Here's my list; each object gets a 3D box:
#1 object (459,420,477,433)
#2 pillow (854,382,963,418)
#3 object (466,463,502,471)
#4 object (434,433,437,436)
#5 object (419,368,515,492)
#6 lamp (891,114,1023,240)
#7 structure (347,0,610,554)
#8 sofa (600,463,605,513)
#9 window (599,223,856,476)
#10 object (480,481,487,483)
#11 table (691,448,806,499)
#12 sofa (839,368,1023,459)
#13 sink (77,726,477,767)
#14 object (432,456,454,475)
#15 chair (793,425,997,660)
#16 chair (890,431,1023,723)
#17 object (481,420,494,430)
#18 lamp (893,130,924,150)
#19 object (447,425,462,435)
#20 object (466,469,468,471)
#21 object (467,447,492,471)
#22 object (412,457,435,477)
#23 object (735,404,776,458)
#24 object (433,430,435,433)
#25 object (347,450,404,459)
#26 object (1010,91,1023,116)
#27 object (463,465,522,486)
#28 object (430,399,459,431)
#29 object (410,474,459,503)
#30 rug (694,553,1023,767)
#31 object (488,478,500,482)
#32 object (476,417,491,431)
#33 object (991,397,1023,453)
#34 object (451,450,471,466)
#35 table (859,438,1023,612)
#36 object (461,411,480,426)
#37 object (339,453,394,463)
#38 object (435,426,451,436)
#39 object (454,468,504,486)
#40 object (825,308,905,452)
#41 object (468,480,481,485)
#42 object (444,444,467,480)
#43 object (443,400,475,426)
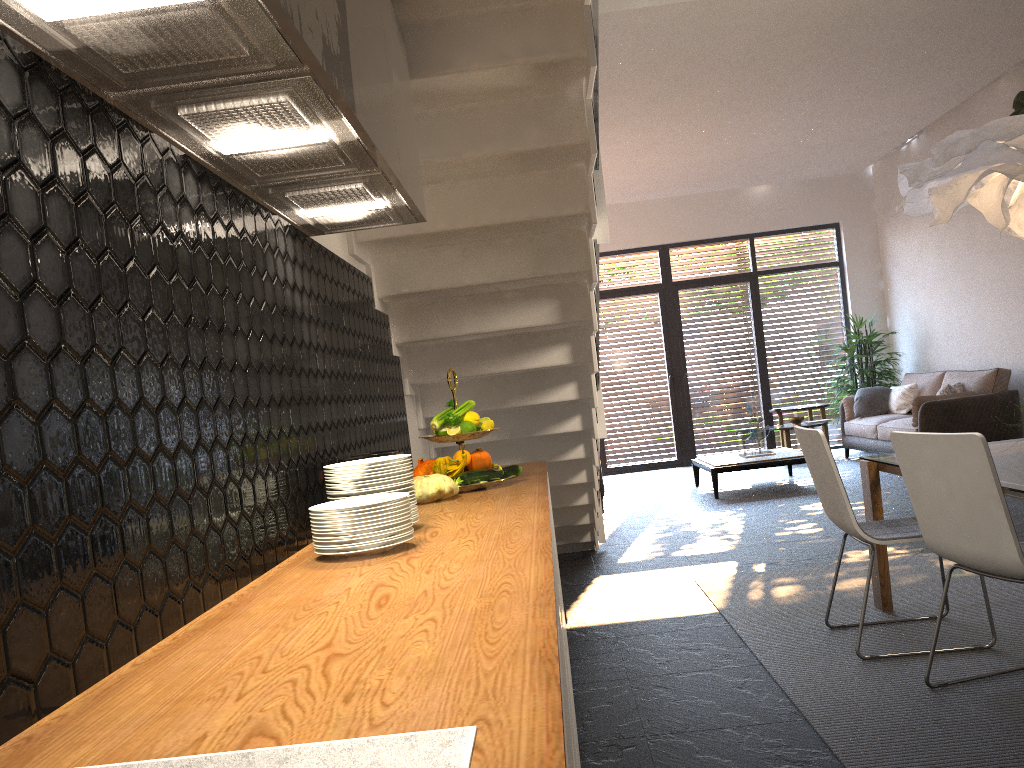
[{"bbox_3d":[-0.154,0.154,3.014,0.065,0.060,0.062,-7,1,-2],"label":"object"},{"bbox_3d":[4.125,0.181,9.268,0.618,0.343,1.891,-7,-1,2],"label":"pillow"},{"bbox_3d":[-0.099,0.274,3.088,0.154,0.076,0.078,-7,1,37],"label":"object"},{"bbox_3d":[-0.238,0.172,3.103,0.066,0.061,0.063,-7,1,11],"label":"object"},{"bbox_3d":[-0.187,0.156,3.085,0.352,0.426,0.351,-7,1,-4],"label":"object"},{"bbox_3d":[1.684,-3.040,3.089,1.119,5.223,1.058,-6,2,13],"label":"lamp"},{"bbox_3d":[1.173,-3.101,2.107,4.235,8.324,8.447,-7,1,2],"label":"structure"},{"bbox_3d":[0.389,0.817,9.387,0.993,0.921,2.318,-7,0,2],"label":"sofa"},{"bbox_3d":[2.141,-0.399,11.757,4.943,3.035,0.458,-7,2,2],"label":"window"},{"bbox_3d":[-0.104,0.337,2.994,0.043,0.017,0.041,-7,0,33],"label":"object"},{"bbox_3d":[2.423,0.873,8.858,1.049,0.307,1.114,-7,-1,2],"label":"table"},{"bbox_3d":[4.272,0.350,9.233,0.993,0.921,2.318,-7,0,2],"label":"sofa"},{"bbox_3d":[-0.297,0.265,0.470,0.490,0.450,0.722,-7,0,2],"label":"sink"},{"bbox_3d":[-0.229,0.289,3.049,0.088,0.079,0.088,-6,1,37],"label":"object"},{"bbox_3d":[1.544,0.601,3.641,0.602,0.921,0.474,-7,2,5],"label":"chair"},{"bbox_3d":[1.660,0.577,2.888,0.601,0.921,0.475,-7,2,-12],"label":"chair"},{"bbox_3d":[-0.083,0.146,3.067,0.047,0.041,0.045,-7,1,-37],"label":"object"},{"bbox_3d":[4.395,-2.765,10.033,0.253,0.066,0.644,-7,-1,2],"label":"lamp"},{"bbox_3d":[-0.193,0.164,2.996,0.049,0.050,0.052,-7,1,20],"label":"object"},{"bbox_3d":[-0.170,0.321,3.166,0.088,0.057,0.085,-7,0,43],"label":"object"},{"bbox_3d":[-0.113,0.264,3.058,0.087,0.093,0.085,-7,1,7],"label":"object"},{"bbox_3d":[-0.294,0.308,3.103,0.111,0.111,0.113,-7,1,-22],"label":"object"},{"bbox_3d":[1.190,-1.447,4.624,0.366,4.481,8.884,-6,0,13],"label":"object"},{"bbox_3d":[-0.247,0.151,3.145,0.079,0.069,0.059,-6,1,30],"label":"object"},{"bbox_3d":[-0.400,0.298,2.660,0.171,0.185,0.172,-7,1,-21],"label":"object"},{"bbox_3d":[4.121,-0.828,5.376,0.905,3.206,2.013,-8,2,-20],"label":"object"},{"bbox_3d":[-0.082,0.318,3.084,0.239,0.048,0.061,-7,0,-17],"label":"object"},{"bbox_3d":[-0.221,0.103,3.073,0.067,0.101,0.210,-6,0,17],"label":"object"},{"bbox_3d":[-0.269,0.332,2.825,0.189,0.083,0.196,-7,0,11],"label":"object"},{"bbox_3d":[2.171,0.979,3.256,2.371,0.006,3.681,-7,-1,2],"label":"rug"},{"bbox_3d":[-0.062,0.330,3.036,0.042,0.014,0.043,-7,0,12],"label":"object"},{"bbox_3d":[-0.100,0.145,3.120,0.060,0.054,0.058,-6,1,36],"label":"object"},{"bbox_3d":[2.078,0.106,3.215,0.531,0.368,0.667,-7,0,-3],"label":"object"},{"bbox_3d":[-0.170,0.253,2.989,0.059,0.056,0.126,-7,0,3],"label":"object"},{"bbox_3d":[2.124,0.628,3.225,0.997,0.715,1.797,-7,0,2],"label":"table"},{"bbox_3d":[-0.144,0.123,3.060,0.068,0.058,0.071,-7,0,2],"label":"object"},{"bbox_3d":[-0.390,0.294,2.477,0.171,0.185,0.172,-8,1,-39],"label":"object"},{"bbox_3d":[-0.215,0.170,3.042,0.100,0.062,0.075,-7,0,-16],"label":"object"},{"bbox_3d":[-0.120,0.312,2.997,0.216,0.044,0.054,-6,0,-41],"label":"object"},{"bbox_3d":[4.314,-0.038,10.837,0.975,1.726,0.915,-8,2,-33],"label":"object"},{"bbox_3d":[-0.126,0.328,2.942,0.042,0.020,0.043,-7,0,-36],"label":"object"},{"bbox_3d":[-0.182,0.260,2.964,0.126,0.120,0.061,-6,2,34],"label":"object"},{"bbox_3d":[-0.173,0.100,3.041,0.057,0.082,0.180,-6,0,31],"label":"object"}]
